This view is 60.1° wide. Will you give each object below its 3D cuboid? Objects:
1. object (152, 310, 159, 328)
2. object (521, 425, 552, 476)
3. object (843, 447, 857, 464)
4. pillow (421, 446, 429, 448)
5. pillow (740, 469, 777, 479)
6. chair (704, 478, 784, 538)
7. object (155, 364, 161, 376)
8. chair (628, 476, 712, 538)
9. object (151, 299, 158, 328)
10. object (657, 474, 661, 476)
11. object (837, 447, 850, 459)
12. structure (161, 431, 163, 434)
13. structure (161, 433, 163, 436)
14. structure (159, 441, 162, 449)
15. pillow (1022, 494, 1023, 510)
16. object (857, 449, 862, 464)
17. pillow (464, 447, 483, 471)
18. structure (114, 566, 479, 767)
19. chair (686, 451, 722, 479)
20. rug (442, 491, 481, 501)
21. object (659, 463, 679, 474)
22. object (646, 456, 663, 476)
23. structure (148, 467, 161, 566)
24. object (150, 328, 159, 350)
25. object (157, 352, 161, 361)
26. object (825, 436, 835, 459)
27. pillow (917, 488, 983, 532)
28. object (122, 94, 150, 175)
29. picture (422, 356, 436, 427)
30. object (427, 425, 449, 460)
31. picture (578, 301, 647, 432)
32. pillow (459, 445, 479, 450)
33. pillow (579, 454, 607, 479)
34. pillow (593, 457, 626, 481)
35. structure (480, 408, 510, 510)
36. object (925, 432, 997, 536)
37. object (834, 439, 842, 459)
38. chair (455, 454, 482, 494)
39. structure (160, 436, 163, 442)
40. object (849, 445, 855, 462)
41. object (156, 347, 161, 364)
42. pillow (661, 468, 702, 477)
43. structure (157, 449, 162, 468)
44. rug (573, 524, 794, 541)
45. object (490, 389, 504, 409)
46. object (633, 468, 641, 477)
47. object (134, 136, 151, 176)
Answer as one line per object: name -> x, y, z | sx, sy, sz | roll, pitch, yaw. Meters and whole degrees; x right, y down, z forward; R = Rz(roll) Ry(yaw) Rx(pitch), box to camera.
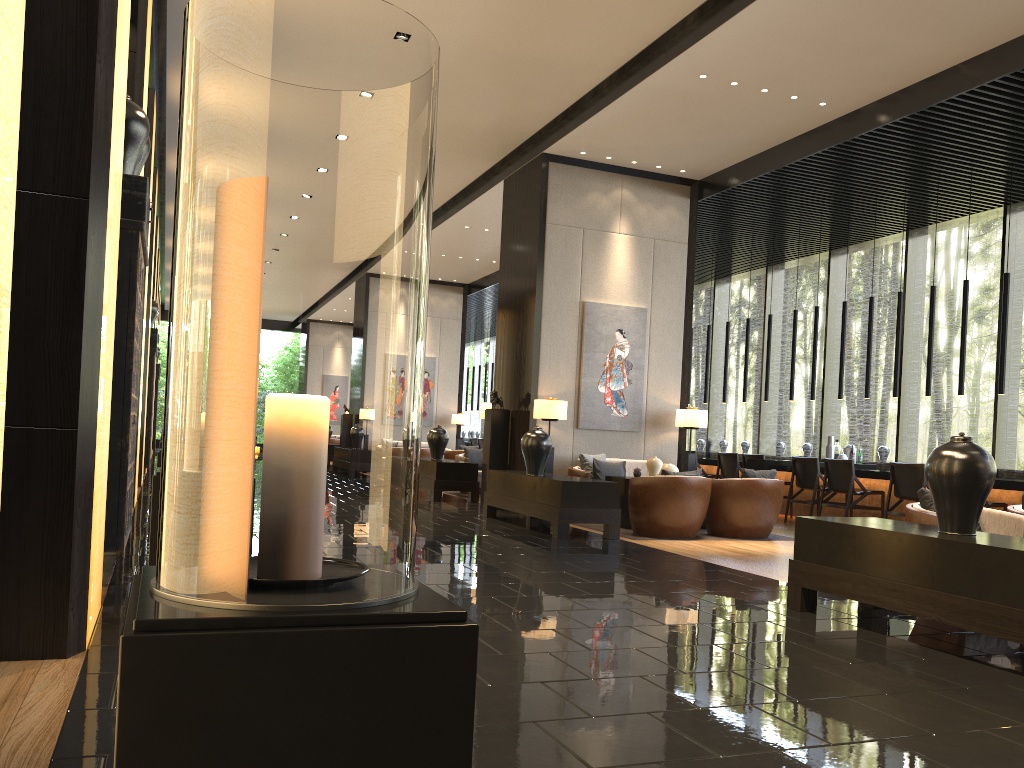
object -> -5.563, -1.065, 13.505 | 0.312, 0.492, 0.311 | 4, -1, -40
object -> 0.238, 0.653, 8.710 | 0.311, 0.492, 0.311 | 3, -1, -3
object -> 4.457, 0.937, 11.690 | 0.169, 0.219, 0.168 | 3, -1, -26
pillow -> -1.643, 1.296, 16.652 | 0.442, 0.338, 0.205 | 3, -1, -15
pillow -> 2.401, 1.009, 8.711 | 0.399, 0.362, 0.222 | 4, -1, -21
chair -> 2.348, 1.230, 8.821 | 0.804, 0.604, 0.606 | 4, -2, -21
object -> -8.738, -0.328, 21.552 | 0.365, 0.315, 0.606 | 4, -3, -21
chair -> 1.553, 1.172, 8.508 | 0.804, 0.604, 0.606 | 4, -2, -21
object -> -5.441, -1.078, 13.196 | 0.311, 0.492, 0.312 | 2, -1, 35
object -> 1.641, 0.982, 9.337 | 0.174, 0.051, 0.138 | 4, -3, -25
object -> 4.299, 0.918, 11.503 | 0.136, 0.217, 0.135 | 4, -1, -34
structure -> -6.745, 1.276, 17.546 | 0.403, 0.657, 0.402 | 3, -1, -21
structure -> -5.671, 1.163, 14.813 | 0.403, 0.657, 0.402 | 3, -1, -21
structure -> -3.522, 0.938, 9.348 | 0.403, 0.657, 0.402 | 3, -1, -21
pillow -> 3.479, 0.887, 5.750 | 0.442, 0.338, 0.205 | 3, -1, -15
object -> 4.544, 0.945, 11.562 | 0.056, 0.197, 0.056 | 3, 0, -20
pillow -> -0.547, 1.164, 13.645 | 0.399, 0.362, 0.222 | 4, -1, -21
structure -> -0.315, 0.601, 1.194 | 0.403, 0.657, 0.402 | 3, -1, -21
chair -> 2.769, 1.409, 13.249 | 0.564, 0.827, 0.525 | 3, -1, -21
rug -> 0.256, 1.676, 12.957 | 2.043, 0.008, 2.242 | 4, -4, -21
object -> 1.676, 0.942, 9.560 | 0.245, 0.168, 0.245 | 4, -3, -19
object -> 1.516, 0.890, 9.436 | 0.171, 0.236, 0.171 | 3, -1, 14
structure -> -1.390, 0.714, 3.926 | 0.403, 0.657, 0.402 | 3, -1, -21
object -> -5.511, -0.666, 13.346 | 0.365, 0.315, 0.606 | 4, -3, -21
object -> -8.790, -0.727, 21.711 | 0.312, 0.492, 0.311 | 4, -1, -40
object -> 4.164, 0.853, 11.582 | 0.113, 0.344, 0.113 | 3, 0, -26
pillow -> 2.682, 0.825, 5.434 | 0.399, 0.362, 0.222 | 4, -1, -21
object -> -2.231, -1.415, 5.031 | 0.312, 0.492, 0.311 | 3, -1, -25
picture -> -2.062, 0.146, 18.908 | 0.835, 1.501, 0.037 | 3, 0, -21
object -> -1.050, 0.820, 12.505 | 0.312, 0.492, 0.311 | 4, -1, -40
picture -> 1.210, -0.197, 10.587 | 0.835, 1.501, 0.037 | 3, 0, -21
pillow -> -0.845, 1.350, 16.968 | 0.399, 0.362, 0.222 | 4, -1, -21
pillow -> 0.957, 1.001, 10.220 | 0.434, 0.399, 0.201 | 5, -2, -43
pillow -> 1.106, 1.022, 10.112 | 0.472, 0.361, 0.219 | 4, -1, -25
structure -> -0.204, 0.911, 10.704 | 0.240, 1.217, 0.240 | 3, 0, -21
object -> 2.175, 0.481, 4.303 | 0.312, 0.492, 0.311 | 3, -1, -33
object -> 4.285, 0.885, 11.677 | 0.129, 0.305, 0.129 | 3, -1, -35
chair -> -0.515, 1.375, 13.535 | 0.804, 0.604, 0.606 | 4, -2, -21
structure -> -4.596, 1.050, 12.080 | 0.403, 0.657, 0.402 | 3, -1, -21
object -> 4.443, 0.920, 11.565 | 0.067, 0.237, 0.067 | 3, 0, -28
object -> -8.668, -0.739, 21.402 | 0.311, 0.492, 0.312 | 2, -1, 42
pillow -> 1.604, 0.955, 8.395 | 0.442, 0.338, 0.205 | 3, -1, -15
structure -> -2.447, 0.825, 6.615 | 0.403, 0.657, 0.402 | 3, -1, -21
rug -> 1.619, 1.533, 9.491 | 1.960, 0.008, 2.242 | 4, -4, -21
object -> -0.188, 0.185, 10.701 | 0.176, 0.246, 0.115 | 3, -1, -21
object -> 1.340, 0.944, 9.464 | 0.091, 0.112, 0.092 | 2, -2, 31
object -> -2.352, -1.402, 5.341 | 0.312, 0.492, 0.311 | 4, -1, -40
